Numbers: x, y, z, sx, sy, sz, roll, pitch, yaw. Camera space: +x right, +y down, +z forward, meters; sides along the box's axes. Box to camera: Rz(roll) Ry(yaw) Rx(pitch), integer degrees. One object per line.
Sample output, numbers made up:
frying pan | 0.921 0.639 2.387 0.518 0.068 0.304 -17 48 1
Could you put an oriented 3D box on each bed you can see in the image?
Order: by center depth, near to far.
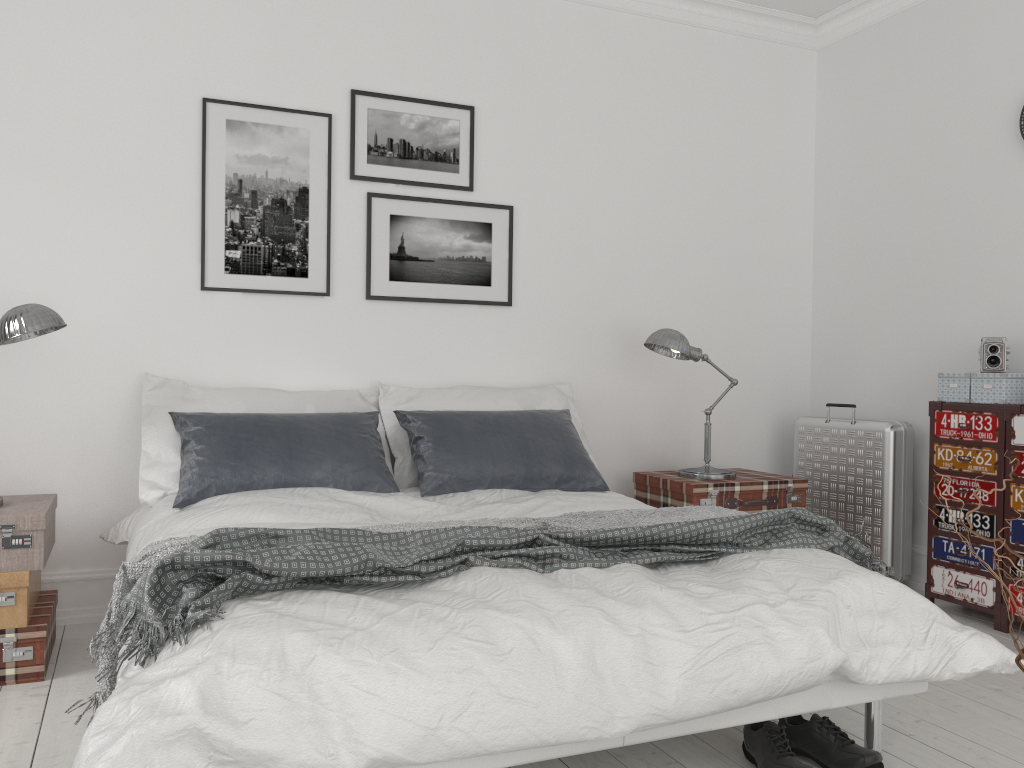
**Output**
bed | -0.178 0.534 2.918 2.217 0.926 2.473 0 1 -23

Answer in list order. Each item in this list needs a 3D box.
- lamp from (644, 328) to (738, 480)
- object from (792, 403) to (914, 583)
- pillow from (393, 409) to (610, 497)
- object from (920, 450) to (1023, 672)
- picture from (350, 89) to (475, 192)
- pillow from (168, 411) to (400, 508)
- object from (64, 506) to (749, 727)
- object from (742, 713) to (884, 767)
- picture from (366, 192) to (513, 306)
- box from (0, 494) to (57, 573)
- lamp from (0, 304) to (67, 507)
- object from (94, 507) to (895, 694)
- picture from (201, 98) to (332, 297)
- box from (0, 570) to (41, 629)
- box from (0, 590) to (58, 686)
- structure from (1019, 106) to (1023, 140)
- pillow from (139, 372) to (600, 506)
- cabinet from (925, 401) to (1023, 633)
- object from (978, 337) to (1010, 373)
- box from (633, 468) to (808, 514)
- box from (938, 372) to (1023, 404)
lamp | 0.854 0.092 4.182 0.488 0.699 0.269 0 1 -23
object | 1.716 0.550 4.547 0.208 0.902 0.647 0 1 -33
pillow | -0.047 0.284 3.758 0.842 0.339 0.405 0 1 -23
object | 0.637 0.387 1.037 0.313 0.666 0.291 1 1 29
picture | -0.455 -1.121 4.108 0.592 0.403 0.015 0 1 -23
pillow | -0.871 0.277 3.412 0.837 0.329 0.405 0 1 -23
object | -0.081 0.654 2.665 2.236 0.500 0.521 1 1 -20
object | 0.765 0.953 2.329 0.322 0.127 0.300 0 1 -23
picture | -0.330 -0.624 4.172 0.720 0.486 0.015 0 1 -23
box | -1.918 0.511 2.995 0.647 0.185 0.537 0 1 -23
lamp | -1.797 0.070 3.038 0.488 0.699 0.269 0 1 -23
object | 0.087 0.556 2.331 2.154 0.377 0.536 1 1 -21
picture | -1.060 -0.799 3.852 0.545 0.810 0.015 0 1 -23
box | -1.964 0.694 2.979 0.647 0.185 0.537 0 1 -23
box | -1.922 0.878 3.006 0.647 0.185 0.537 0 1 -23
structure | 2.281 -1.132 3.726 0.043 0.427 0.330 0 1 -23
pillow | -0.531 0.224 3.785 1.965 0.529 0.465 0 1 -24
cabinet | 2.130 0.552 3.691 0.281 0.942 0.762 0 1 -23
object | 2.085 -0.125 3.834 0.121 0.157 0.117 1 1 26
box | 0.999 0.534 4.265 0.647 0.185 0.537 0 1 -23
box | 2.073 0.018 3.850 0.242 0.131 0.332 0 1 -23
